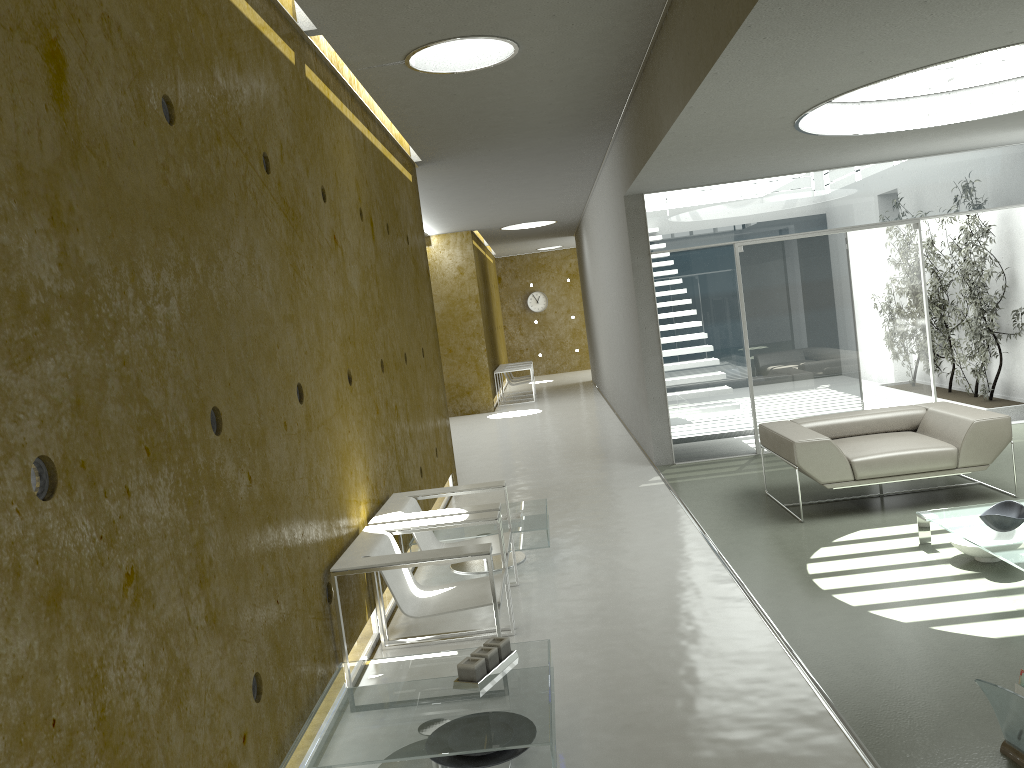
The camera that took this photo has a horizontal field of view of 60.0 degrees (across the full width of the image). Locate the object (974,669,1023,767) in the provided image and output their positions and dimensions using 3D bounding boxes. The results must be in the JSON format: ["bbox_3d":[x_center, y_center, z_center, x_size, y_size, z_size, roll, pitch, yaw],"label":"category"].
[{"bbox_3d":[1.680,1.106,2.844,0.216,0.288,0.329,-8,4,-7],"label":"object"}]

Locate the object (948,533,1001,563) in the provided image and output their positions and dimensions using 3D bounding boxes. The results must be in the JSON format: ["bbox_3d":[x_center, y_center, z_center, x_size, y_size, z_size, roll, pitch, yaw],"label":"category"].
[{"bbox_3d":[2.635,0.910,4.914,0.387,0.124,0.387,-9,5,-26],"label":"object"}]

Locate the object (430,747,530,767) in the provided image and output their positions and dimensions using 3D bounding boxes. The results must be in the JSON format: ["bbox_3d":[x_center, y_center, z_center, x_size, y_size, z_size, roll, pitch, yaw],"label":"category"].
[{"bbox_3d":[-0.107,1.263,3.125,0.394,0.027,0.394,-8,4,-14],"label":"object"}]

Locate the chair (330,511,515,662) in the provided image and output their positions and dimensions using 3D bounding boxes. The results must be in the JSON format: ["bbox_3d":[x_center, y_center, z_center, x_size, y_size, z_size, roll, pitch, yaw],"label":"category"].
[{"bbox_3d":[-0.392,1.070,4.301,0.710,0.667,0.800,-7,4,3],"label":"chair"}]

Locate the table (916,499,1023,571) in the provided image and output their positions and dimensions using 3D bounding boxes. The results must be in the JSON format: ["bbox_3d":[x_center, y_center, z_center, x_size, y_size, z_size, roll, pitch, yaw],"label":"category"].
[{"bbox_3d":[2.804,0.876,4.570,0.790,0.200,1.500,-7,4,3],"label":"table"}]

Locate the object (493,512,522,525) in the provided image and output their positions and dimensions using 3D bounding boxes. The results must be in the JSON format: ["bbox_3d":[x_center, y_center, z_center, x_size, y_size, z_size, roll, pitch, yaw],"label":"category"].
[{"bbox_3d":[-0.027,0.914,6.009,0.197,0.029,0.189,-7,4,3],"label":"object"}]

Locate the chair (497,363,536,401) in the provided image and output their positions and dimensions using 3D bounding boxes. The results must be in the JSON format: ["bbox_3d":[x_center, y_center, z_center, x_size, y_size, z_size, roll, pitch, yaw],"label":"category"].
[{"bbox_3d":[0.092,-0.040,18.219,0.710,0.667,0.800,-7,4,3],"label":"chair"}]

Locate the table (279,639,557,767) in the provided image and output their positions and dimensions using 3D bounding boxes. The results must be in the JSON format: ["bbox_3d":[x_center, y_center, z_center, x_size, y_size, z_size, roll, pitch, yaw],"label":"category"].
[{"bbox_3d":[-0.283,1.315,3.321,0.900,0.300,0.900,-7,4,3],"label":"table"}]

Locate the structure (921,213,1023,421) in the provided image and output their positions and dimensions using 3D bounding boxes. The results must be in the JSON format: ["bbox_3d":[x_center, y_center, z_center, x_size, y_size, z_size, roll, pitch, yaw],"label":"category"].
[{"bbox_3d":[4.893,-1.036,10.379,0.646,2.589,3.371,-7,4,2],"label":"structure"}]

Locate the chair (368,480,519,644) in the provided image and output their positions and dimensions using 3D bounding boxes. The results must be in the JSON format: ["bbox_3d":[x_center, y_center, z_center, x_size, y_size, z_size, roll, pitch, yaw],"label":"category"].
[{"bbox_3d":[-0.362,1.002,5.154,0.710,0.667,0.800,-7,4,3],"label":"chair"}]

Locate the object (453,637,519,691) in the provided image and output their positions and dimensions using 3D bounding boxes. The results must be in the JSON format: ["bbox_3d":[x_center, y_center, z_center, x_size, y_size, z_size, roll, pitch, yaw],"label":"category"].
[{"bbox_3d":[-0.105,1.081,3.469,0.118,0.097,0.326,-5,5,27],"label":"object"}]

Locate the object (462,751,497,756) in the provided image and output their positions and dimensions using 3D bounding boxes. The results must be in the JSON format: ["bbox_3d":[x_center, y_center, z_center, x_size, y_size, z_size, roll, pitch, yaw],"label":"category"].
[{"bbox_3d":[-0.107,1.260,3.125,0.239,0.027,0.239,-6,5,19],"label":"object"}]

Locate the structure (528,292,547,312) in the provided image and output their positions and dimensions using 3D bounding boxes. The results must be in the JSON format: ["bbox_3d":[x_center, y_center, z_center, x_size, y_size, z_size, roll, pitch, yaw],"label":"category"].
[{"bbox_3d":[0.688,-2.200,23.775,0.547,0.539,0.016,-7,4,3],"label":"structure"}]

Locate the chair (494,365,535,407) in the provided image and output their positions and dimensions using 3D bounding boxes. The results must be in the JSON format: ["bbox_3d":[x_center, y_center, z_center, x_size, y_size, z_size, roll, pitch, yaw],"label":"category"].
[{"bbox_3d":[0.062,0.028,17.366,0.710,0.667,0.800,-7,4,3],"label":"chair"}]

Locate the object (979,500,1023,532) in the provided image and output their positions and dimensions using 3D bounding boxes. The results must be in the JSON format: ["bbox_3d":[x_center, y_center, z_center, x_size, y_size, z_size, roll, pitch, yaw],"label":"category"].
[{"bbox_3d":[2.634,0.721,4.750,0.223,0.125,0.317,-4,6,39],"label":"object"}]

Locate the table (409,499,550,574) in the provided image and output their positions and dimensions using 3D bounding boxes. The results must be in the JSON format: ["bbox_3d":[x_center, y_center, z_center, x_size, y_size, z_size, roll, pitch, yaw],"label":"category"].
[{"bbox_3d":[-0.184,1.089,6.159,0.900,0.300,0.900,-7,4,3],"label":"table"}]

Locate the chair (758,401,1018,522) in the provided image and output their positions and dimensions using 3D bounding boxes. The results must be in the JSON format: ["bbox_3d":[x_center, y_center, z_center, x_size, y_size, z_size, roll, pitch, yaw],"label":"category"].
[{"bbox_3d":[2.716,0.543,6.574,1.481,0.583,1.039,-7,4,3],"label":"chair"}]

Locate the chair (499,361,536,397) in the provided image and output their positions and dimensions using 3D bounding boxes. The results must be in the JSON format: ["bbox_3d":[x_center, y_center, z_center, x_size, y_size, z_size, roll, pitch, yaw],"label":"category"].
[{"bbox_3d":[0.121,-0.108,19.072,0.710,0.667,0.800,-7,4,3],"label":"chair"}]
